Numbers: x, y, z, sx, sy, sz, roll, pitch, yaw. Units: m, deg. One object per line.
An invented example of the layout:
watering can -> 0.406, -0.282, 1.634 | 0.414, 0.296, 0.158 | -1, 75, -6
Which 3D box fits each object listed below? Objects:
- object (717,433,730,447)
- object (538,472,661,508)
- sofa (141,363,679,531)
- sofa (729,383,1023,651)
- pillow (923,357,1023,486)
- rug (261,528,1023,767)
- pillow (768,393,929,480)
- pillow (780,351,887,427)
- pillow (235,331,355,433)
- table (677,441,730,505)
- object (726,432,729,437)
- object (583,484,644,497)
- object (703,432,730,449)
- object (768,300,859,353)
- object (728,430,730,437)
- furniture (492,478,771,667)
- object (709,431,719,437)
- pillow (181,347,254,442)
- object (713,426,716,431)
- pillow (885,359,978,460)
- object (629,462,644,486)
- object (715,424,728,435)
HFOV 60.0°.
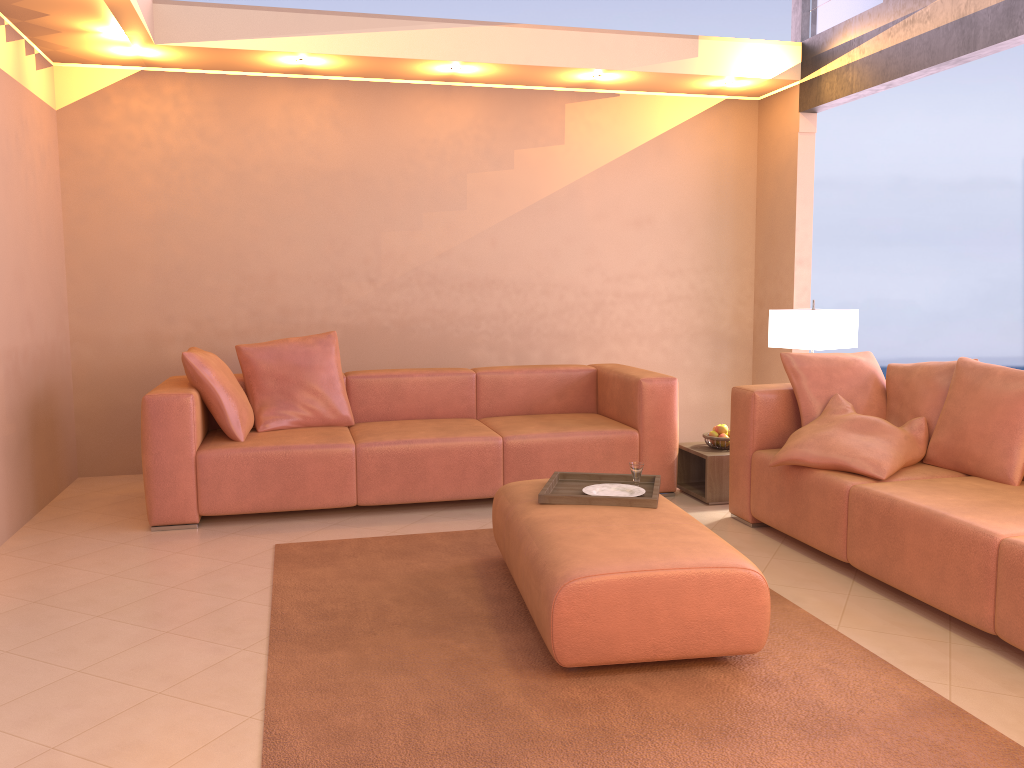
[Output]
object -> 1.147, 0.305, 4.800 | 0.072, 0.076, 0.074 | -1, 6, -4
object -> 0.351, 0.407, 3.450 | 0.436, 0.034, 0.421 | 1, 6, 11
sofa -> -0.522, 0.279, 4.957 | 2.781, 0.672, 0.943 | -2, 6, -14
sofa -> 1.844, 0.455, 3.198 | 0.943, 0.672, 2.781 | -2, 6, -14
pillow -> 1.905, 0.142, 3.545 | 0.211, 0.468, 0.470 | -2, 7, -18
rug -> 0.140, 0.829, 2.944 | 1.833, 0.005, 2.626 | -2, 6, -14
pillow -> 1.449, 0.215, 3.799 | 0.514, 0.292, 0.517 | -6, 9, -44
pillow -> 1.561, 0.081, 4.168 | 0.519, 0.455, 0.314 | -2, 6, -17
pillow -> -1.200, -0.020, 4.905 | 0.582, 0.528, 0.302 | -4, 7, -30
table -> 1.414, 0.472, 4.938 | 0.918, 0.268, 0.412 | -2, 6, -14
object -> 1.188, 0.299, 4.862 | 0.076, 0.065, 0.077 | -1, 6, -3
object -> 0.390, 0.416, 3.395 | 0.240, 0.018, 0.240 | 5, 8, 40
object -> 1.163, 0.312, 4.854 | 0.235, 0.071, 0.235 | -3, 7, -22
object -> 1.685, -0.072, 4.986 | 0.344, 0.799, 0.344 | -5, 8, -35
object -> 1.194, 0.272, 4.804 | 0.051, 0.053, 0.045 | 1, 6, 9
furniture -> 0.344, 0.599, 3.211 | 0.685, 0.301, 1.291 | -1, 6, -9
object -> 1.099, 0.279, 4.828 | 0.045, 0.047, 0.055 | -5, 8, -37
pillow -> -1.527, 0.053, 4.635 | 0.335, 0.486, 0.554 | -2, 6, -17
object -> 1.134, 0.252, 4.892 | 0.054, 0.046, 0.047 | -4, 7, -27
pillow -> 1.815, 0.099, 3.924 | 0.255, 0.446, 0.492 | -4, 7, -30
object -> 0.499, 0.362, 3.552 | 0.061, 0.091, 0.061 | -4, 7, -29
object -> 1.144, 0.250, 4.839 | 0.069, 0.061, 0.068 | 4, 8, 37
